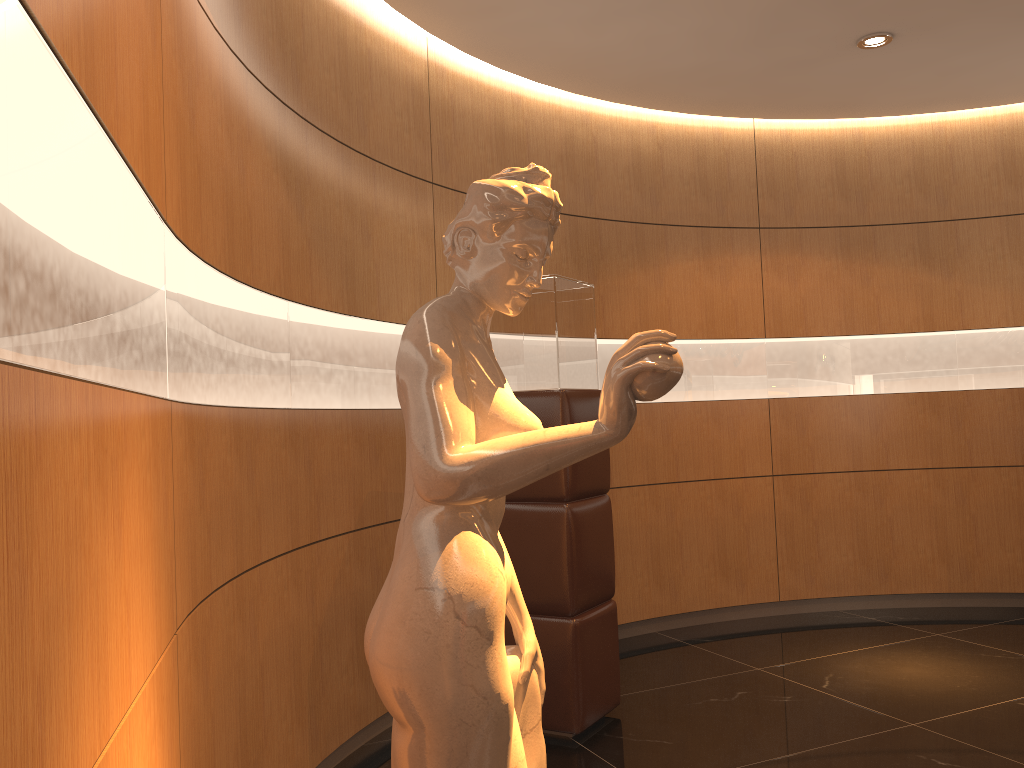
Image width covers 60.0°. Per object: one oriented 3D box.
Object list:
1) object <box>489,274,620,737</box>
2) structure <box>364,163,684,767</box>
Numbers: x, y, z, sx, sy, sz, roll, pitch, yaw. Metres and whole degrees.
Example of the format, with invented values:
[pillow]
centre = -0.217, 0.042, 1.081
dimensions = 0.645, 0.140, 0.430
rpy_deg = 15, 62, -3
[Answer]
[object]
centre = 0.157, 0.534, 4.086
dimensions = 0.498, 2.000, 0.484
rpy_deg = -4, -3, 30
[structure]
centre = -0.065, 0.520, 1.547
dimensions = 0.477, 1.836, 0.733
rpy_deg = -1, -3, -25
